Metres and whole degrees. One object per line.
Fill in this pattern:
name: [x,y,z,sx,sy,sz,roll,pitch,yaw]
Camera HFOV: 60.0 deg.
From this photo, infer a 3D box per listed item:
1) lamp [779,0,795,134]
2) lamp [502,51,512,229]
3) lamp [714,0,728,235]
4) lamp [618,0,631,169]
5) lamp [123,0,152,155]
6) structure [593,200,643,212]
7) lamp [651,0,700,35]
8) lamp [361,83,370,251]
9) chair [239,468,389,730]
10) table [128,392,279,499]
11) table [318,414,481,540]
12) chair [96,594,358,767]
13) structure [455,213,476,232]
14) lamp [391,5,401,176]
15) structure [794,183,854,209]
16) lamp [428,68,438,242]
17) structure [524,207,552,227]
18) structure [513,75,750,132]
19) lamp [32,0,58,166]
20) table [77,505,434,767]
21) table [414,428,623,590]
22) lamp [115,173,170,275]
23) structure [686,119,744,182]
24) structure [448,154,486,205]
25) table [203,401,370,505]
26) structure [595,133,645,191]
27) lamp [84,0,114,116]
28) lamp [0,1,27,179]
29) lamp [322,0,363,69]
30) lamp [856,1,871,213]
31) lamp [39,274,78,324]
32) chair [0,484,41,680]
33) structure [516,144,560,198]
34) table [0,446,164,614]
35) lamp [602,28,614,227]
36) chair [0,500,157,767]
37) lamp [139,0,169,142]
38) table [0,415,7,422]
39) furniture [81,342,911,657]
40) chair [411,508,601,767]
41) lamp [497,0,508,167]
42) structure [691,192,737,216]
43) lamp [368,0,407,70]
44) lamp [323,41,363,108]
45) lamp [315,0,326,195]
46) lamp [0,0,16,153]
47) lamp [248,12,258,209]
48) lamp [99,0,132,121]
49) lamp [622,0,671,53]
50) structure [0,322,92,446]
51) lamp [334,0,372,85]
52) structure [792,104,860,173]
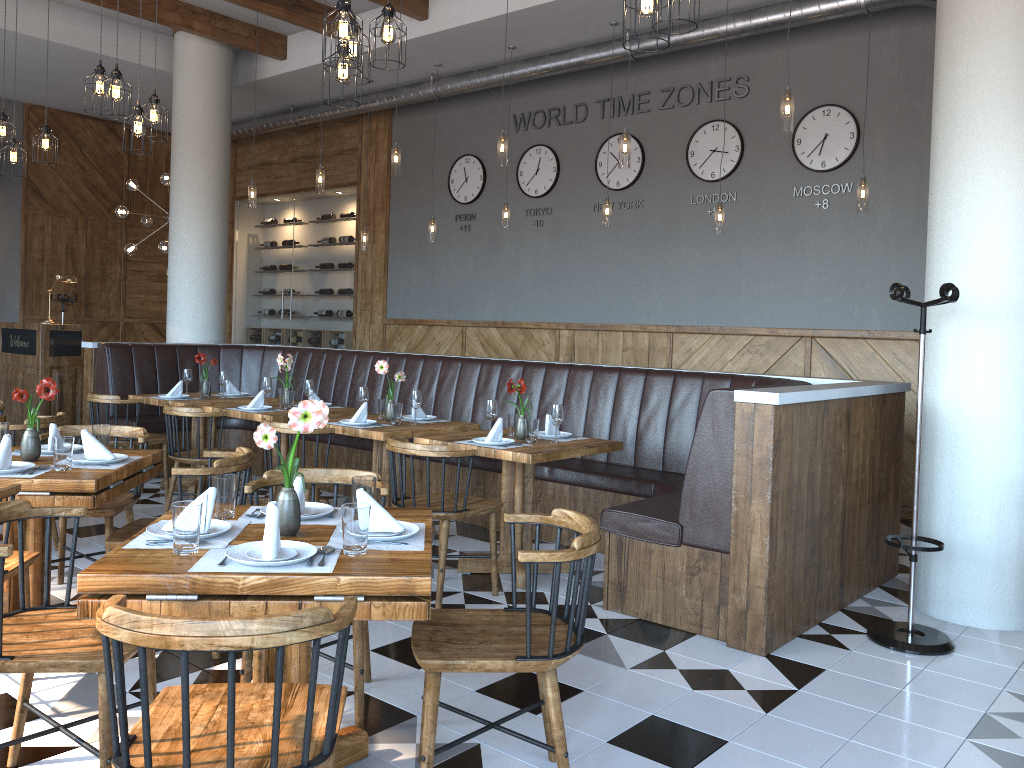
lamp: [1.629,-2.444,5.136,0.078,1.962,0.078,2,1,16]
lamp: [-0.028,-2.461,8.439,0.078,1.962,0.078,2,1,-15]
lamp: [1.675,-2.170,7.011,0.078,1.962,0.078,2,1,-10]
lamp: [0.776,-2.410,5.850,0.078,1.962,0.078,2,1,-10]
lamp: [-2.407,-2.543,5.755,0.175,2.069,0.175,2,1,23]
structure: [1.043,-1.754,8.721,0.583,0.079,0.021,5,3,40]
lamp: [0.674,-2.433,3.462,0.175,2.069,0.175,2,1,25]
lamp: [-1.595,-2.449,9.751,0.078,1.962,0.078,2,1,-18]
chair: [-0.724,0.755,3.228,0.519,0.816,0.550,2,2,-5]
table: [-2.495,0.485,7.164,0.851,0.763,0.850,4,3,40]
table: [-0.815,0.626,5.756,0.851,0.763,0.850,4,3,40]
chair: [-0.611,0.836,1.944,0.519,0.816,0.550,2,2,-5]
structure: [-0.527,-1.826,10.036,0.306,0.197,0.021,4,2,40]
lamp: [-0.927,-2.701,7.278,0.078,1.962,0.078,2,1,-15]
structure: [2.602,-1.563,7.414,0.499,0.199,0.021,5,2,40]
lamp: [-0.788,-2.439,9.075,0.078,1.962,0.078,2,1,26]
structure: [0.274,-1.759,9.365,0.369,0.199,0.021,4,2,40]
structure: [1.055,-2.728,8.713,2.732,0.199,0.033,5,3,40]
lamp: [-3.705,-2.797,7.076,0.175,2.069,0.175,1,1,-40]
table: [-0.672,0.822,2.594,0.864,0.763,0.865,2,2,-5]
table: [0.031,0.697,5.048,0.851,0.763,0.850,4,3,40]
lamp: [-4.105,-2.388,10.783,1.186,2.190,1.162,2,2,1]
structure: [1.838,-2.114,8.043,0.561,0.560,0.046,4,2,40]
structure: [-0.511,-2.311,10.011,0.561,0.560,0.046,4,2,40]
table: [-1.650,0.556,6.456,0.851,0.763,0.850,4,3,40]
structure: [1.055,-2.180,8.699,0.561,0.560,0.046,4,2,40]
lamp: [-2.617,-2.776,5.672,0.175,2.069,0.175,2,1,23]
lamp: [-3.908,-2.667,6.979,0.175,2.069,0.175,2,1,-7]
lamp: [-0.755,-2.519,4.091,0.175,2.069,0.175,1,1,-23]
lamp: [2.528,-2.204,6.297,0.078,1.962,0.078,2,1,16]
lamp: [-4.280,-0.668,8.349,0.170,0.756,0.445,2,2,15]
chair: [-1.989,0.721,3.099,0.519,0.816,0.550,2,2,-5]
structure: [0.272,-2.245,9.355,0.561,0.560,0.046,4,2,40]
table: [-2.051,0.706,3.750,0.864,0.763,0.865,2,2,-5]
lamp: [0.857,-2.352,7.697,0.078,1.962,0.078,1,1,-43]
chair: [-1.309,0.778,2.529,0.549,0.816,0.520,2,2,-5]
lamp: [-2.391,-2.687,5.974,0.175,2.069,0.175,2,1,-10]
table: [-3.475,0.587,4.943,0.864,0.763,0.865,2,2,-5]
furniture: [-0.781,0.379,6.660,6.595,1.149,1.918,5,4,40]
chair: [-0.025,0.814,2.643,0.549,0.816,0.520,2,2,-5]
lamp: [-0.042,-2.592,6.537,0.078,1.962,0.078,1,1,-31]
structure: [1.831,-1.628,8.060,0.443,0.199,0.021,4,2,40]
lamp: [-0.593,-2.634,4.433,0.175,2.069,0.175,2,1,11]
lamp: [-0.796,-2.403,4.312,0.175,2.069,0.175,2,1,11]
lamp: [-1.687,-2.680,7.914,0.078,1.962,0.078,2,1,26]
lamp: [-4.076,-2.913,7.125,0.175,2.069,0.175,2,1,-7]
lamp: [-2.494,-2.689,8.590,0.078,1.962,0.078,2,1,-18]
lamp: [-2.456,-2.706,5.544,0.175,2.069,0.175,2,1,12]
lamp: [0.534,-2.296,3.289,0.175,2.069,0.175,1,1,-32]
structure: [-4.477,0.065,8.583,1.047,1.299,0.645,4,2,40]
lamp: [-0.783,-2.589,4.524,0.175,2.069,0.175,2,1,-1]
structure: [2.614,-2.049,7.393,0.561,0.560,0.046,4,2,40]
